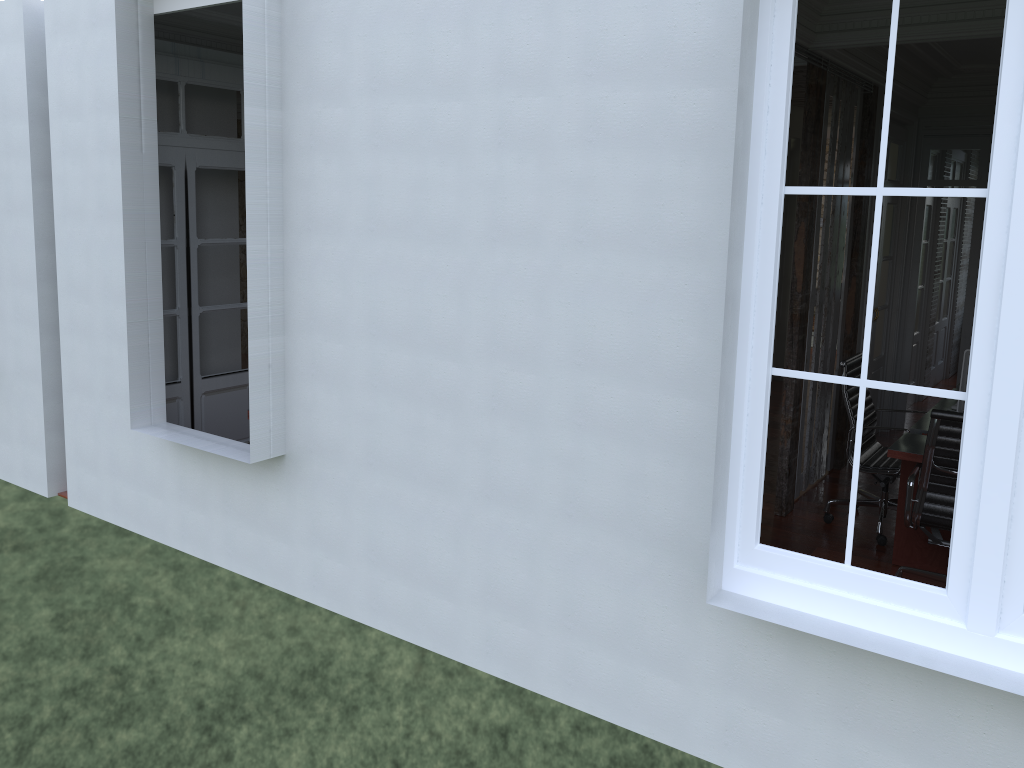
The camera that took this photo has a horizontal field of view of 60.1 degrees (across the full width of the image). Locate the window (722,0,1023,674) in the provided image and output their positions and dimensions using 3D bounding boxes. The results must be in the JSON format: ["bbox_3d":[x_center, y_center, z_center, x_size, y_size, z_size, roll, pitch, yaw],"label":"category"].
[{"bbox_3d":[1.339,-0.222,2.335,1.533,1.968,0.128,8,11,34],"label":"window"}]

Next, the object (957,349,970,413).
[{"bbox_3d":[2.503,0.092,4.422,0.485,0.481,0.190,8,11,34],"label":"object"}]

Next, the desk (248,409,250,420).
[{"bbox_3d":[-0.438,0.479,5.323,1.718,0.648,1.453,9,13,34],"label":"desk"}]

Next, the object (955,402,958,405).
[{"bbox_3d":[2.894,0.101,5.588,0.119,0.017,0.441,9,14,34],"label":"object"}]

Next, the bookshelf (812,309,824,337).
[{"bbox_3d":[4.752,-1.019,13.650,1.405,0.545,0.402,9,12,34],"label":"bookshelf"}]

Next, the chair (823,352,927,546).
[{"bbox_3d":[2.282,0.374,5.308,0.701,1.014,0.669,7,11,29],"label":"chair"}]

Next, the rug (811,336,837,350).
[{"bbox_3d":[4.551,-0.598,12.883,1.072,0.016,1.074,9,14,34],"label":"rug"}]

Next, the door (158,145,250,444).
[{"bbox_3d":[-2.047,-0.389,5.599,0.041,2.164,1.166,7,11,34],"label":"door"}]

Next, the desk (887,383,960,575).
[{"bbox_3d":[3.109,0.580,5.109,1.305,0.721,2.521,9,13,34],"label":"desk"}]

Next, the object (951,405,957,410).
[{"bbox_3d":[2.700,0.143,5.325,0.106,0.028,0.059,9,13,33],"label":"object"}]

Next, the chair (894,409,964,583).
[{"bbox_3d":[2.196,0.595,4.210,0.668,1.014,0.702,9,12,38],"label":"chair"}]

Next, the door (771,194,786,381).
[{"bbox_3d":[2.665,-0.992,9.423,0.041,2.069,1.082,7,11,34],"label":"door"}]

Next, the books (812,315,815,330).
[{"bbox_3d":[4.709,-0.952,13.744,0.057,0.226,0.172,7,11,34],"label":"books"}]
